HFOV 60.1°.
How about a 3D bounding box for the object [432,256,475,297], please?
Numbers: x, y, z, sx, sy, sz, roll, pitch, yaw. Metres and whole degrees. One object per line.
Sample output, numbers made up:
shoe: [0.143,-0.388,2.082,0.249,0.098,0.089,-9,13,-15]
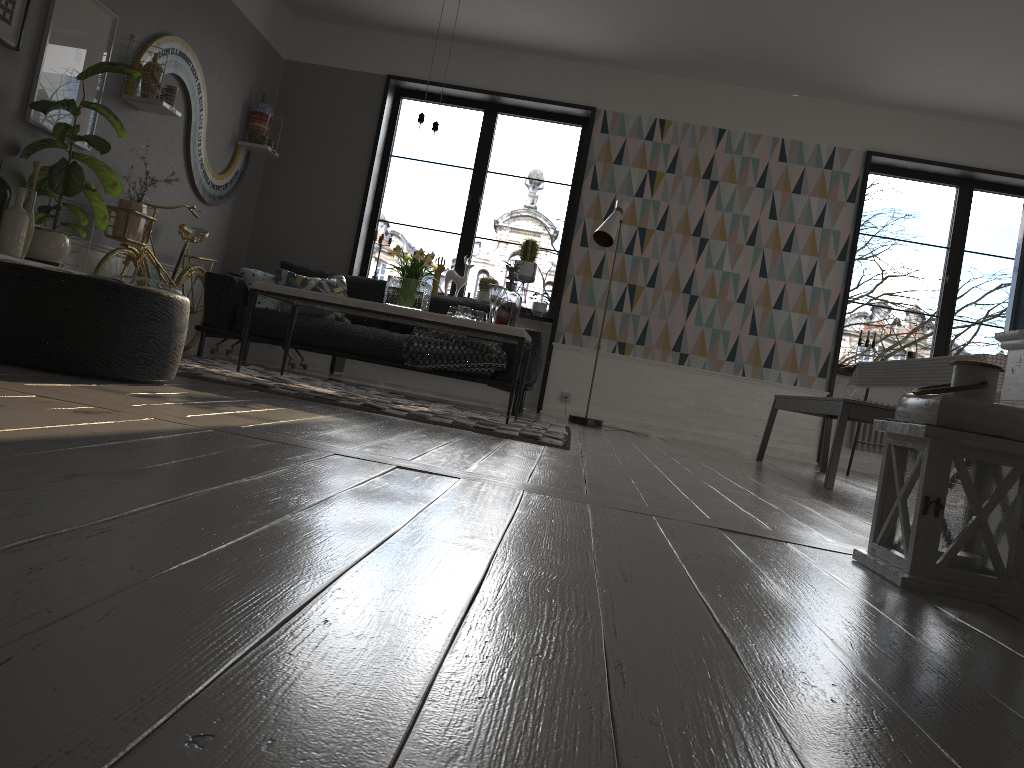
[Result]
object: [-0.358,-0.884,7.595,0.663,0.411,0.134,10,-3,6]

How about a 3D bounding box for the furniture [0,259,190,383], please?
furniture: [-1.585,-0.232,3.253,0.734,0.358,0.735,10,0,-9]

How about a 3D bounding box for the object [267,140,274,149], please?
object: [-1.964,-1.949,7.193,0.050,0.058,0.050,11,-2,-6]

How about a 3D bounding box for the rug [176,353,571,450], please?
rug: [-0.933,0.040,4.730,2.528,0.034,1.765,10,1,4]

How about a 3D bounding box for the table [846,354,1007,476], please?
table: [2.669,0.311,5.139,0.932,0.786,2.020,10,0,4]

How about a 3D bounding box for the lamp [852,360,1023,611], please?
lamp: [0.949,0.187,1.873,0.287,0.479,0.286,10,-2,3]

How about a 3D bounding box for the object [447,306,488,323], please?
object: [-0.227,-0.379,5.020,0.245,0.087,0.280,10,0,-18]

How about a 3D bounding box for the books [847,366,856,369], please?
books: [2.874,-0.118,7.324,0.216,0.011,0.173,11,1,10]

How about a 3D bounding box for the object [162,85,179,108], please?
object: [-2.142,-1.789,5.539,0.086,0.140,0.085,11,-2,-3]

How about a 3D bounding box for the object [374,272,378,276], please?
object: [-1.198,-0.914,7.729,0.084,0.152,0.084,10,-2,8]

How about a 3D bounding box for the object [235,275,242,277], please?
object: [-2.119,-0.861,7.355,0.318,0.015,0.246,10,1,4]

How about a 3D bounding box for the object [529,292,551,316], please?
object: [0.232,-0.676,7.458,0.171,0.204,0.245,10,-1,6]

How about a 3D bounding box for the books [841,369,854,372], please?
books: [2.858,-0.091,7.320,0.268,0.011,0.161,11,1,7]

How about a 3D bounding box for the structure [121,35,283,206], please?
structure: [-2.145,-1.822,6.337,0.267,0.957,2.017,10,0,4]

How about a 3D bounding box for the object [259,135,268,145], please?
object: [-2.002,-1.955,7.129,0.060,0.079,0.060,11,-2,-7]

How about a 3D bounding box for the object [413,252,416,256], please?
object: [-0.864,-0.966,7.629,0.123,0.376,0.122,10,-3,9]

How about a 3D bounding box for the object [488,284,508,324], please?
object: [-0.096,-0.427,4.877,0.082,0.228,0.167,10,-2,16]

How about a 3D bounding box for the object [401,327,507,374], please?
object: [-0.374,-0.229,5.933,0.666,0.330,0.489,10,-1,-1]

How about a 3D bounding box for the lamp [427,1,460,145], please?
lamp: [-0.021,-2.052,4.462,0.074,1.541,1.400,12,-2,-27]

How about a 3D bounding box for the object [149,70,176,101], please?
object: [-2.136,-1.798,5.392,0.060,0.166,0.195,8,-2,38]

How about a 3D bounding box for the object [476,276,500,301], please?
object: [-0.211,-0.800,7.627,0.233,0.284,0.214,11,-2,-22]

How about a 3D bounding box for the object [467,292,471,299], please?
object: [-0.375,-0.734,7.577,0.123,0.099,0.122,10,-1,27]

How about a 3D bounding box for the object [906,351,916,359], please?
object: [3.213,-0.150,7.291,0.195,0.258,0.114,10,-3,14]

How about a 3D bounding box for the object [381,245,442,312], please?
object: [-0.572,-0.580,4.930,0.352,0.352,0.324,10,-1,6]

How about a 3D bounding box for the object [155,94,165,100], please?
object: [-2.222,-1.776,5.567,0.062,0.082,0.062,11,-2,-20]

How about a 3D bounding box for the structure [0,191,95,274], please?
structure: [-2.513,-0.812,3.472,0.308,0.487,2.768,10,1,4]

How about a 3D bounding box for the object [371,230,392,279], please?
object: [-1.173,-1.080,7.658,0.163,0.492,0.143,8,-4,40]

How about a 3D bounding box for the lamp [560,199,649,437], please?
lamp: [0.843,-0.511,6.802,0.680,1.708,1.242,10,-2,2]

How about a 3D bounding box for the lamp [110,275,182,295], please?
lamp: [-2.200,-0.410,5.208,0.434,0.439,0.429,10,-2,35]

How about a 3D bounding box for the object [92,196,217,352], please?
object: [-2.310,-0.706,5.869,0.426,0.972,1.624,11,0,-5]

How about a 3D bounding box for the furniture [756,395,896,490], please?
furniture: [1.864,0.331,5.163,0.466,0.456,1.665,10,0,4]

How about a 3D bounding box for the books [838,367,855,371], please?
books: [2.863,-0.105,7.328,0.271,0.019,0.183,10,1,4]

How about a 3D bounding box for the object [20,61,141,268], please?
object: [-2.302,-1.181,4.645,0.418,1.154,0.562,8,-4,44]

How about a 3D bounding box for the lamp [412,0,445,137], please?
lamp: [-0.088,-2.064,4.343,0.074,1.541,1.400,12,-2,-27]

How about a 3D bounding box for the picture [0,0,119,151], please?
picture: [-0.628,-1.507,1.334,4.042,1.800,7.274,10,0,4]

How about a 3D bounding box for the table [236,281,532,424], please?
table: [-0.658,-0.155,4.882,1.457,0.512,0.730,10,-1,4]

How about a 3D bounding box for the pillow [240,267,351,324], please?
pillow: [-1.525,-0.651,6.280,0.796,0.363,0.444,10,-1,-13]

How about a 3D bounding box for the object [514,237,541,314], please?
object: [0.106,-0.937,7.510,0.234,0.672,0.229,12,-3,-25]

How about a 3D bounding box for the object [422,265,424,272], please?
object: [-0.798,-0.916,7.672,0.076,0.302,0.075,8,-4,35]

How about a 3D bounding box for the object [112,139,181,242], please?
object: [-2.230,-1.174,5.493,0.254,0.643,0.485,9,-2,22]

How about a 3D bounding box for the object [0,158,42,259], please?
object: [-2.424,-0.861,4.209,0.329,0.490,0.287,12,-3,-35]

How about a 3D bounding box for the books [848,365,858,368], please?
books: [2.899,-0.130,7.316,0.198,0.022,0.162,11,1,5]

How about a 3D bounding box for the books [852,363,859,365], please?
books: [2.906,-0.149,7.313,0.154,0.017,0.123,11,1,6]

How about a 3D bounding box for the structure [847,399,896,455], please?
structure: [3.440,0.439,7.381,1.223,0.429,0.148,10,-3,3]

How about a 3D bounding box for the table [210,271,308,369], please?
table: [-2.026,-0.523,7.324,0.743,0.682,0.338,10,-2,4]

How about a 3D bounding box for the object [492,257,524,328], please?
object: [-0.013,-0.513,5.087,0.149,0.418,0.154,9,-3,24]

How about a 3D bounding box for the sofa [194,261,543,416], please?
sofa: [-0.944,-0.362,6.273,2.342,0.800,0.967,10,-1,4]
